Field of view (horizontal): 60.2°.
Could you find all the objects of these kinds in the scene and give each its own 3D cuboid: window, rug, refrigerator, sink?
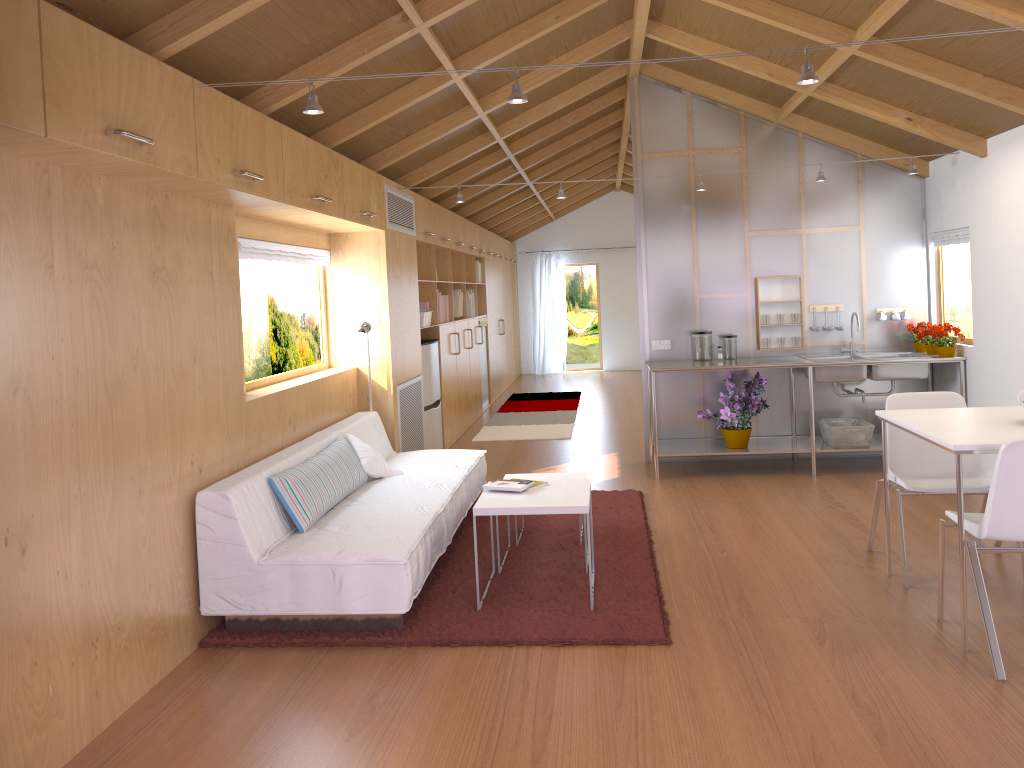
[{"bbox_3d":[-1.338,-0.421,5.178,0.035,0.788,1.503,-2,5,6],"label":"window"},{"bbox_3d":[3.124,-0.681,6.166,0.026,0.793,0.727,-2,3,6],"label":"window"},{"bbox_3d":[-0.221,0.880,4.655,1.884,0.020,2.491,-2,6,6],"label":"rug"},{"bbox_3d":[1.042,-1.108,14.735,0.874,1.782,0.026,-2,1,6],"label":"window"},{"bbox_3d":[-0.733,0.145,7.269,0.261,0.985,0.716,-2,3,6],"label":"refrigerator"},{"bbox_3d":[0.274,0.319,9.979,0.916,0.011,3.738,-2,6,6],"label":"rug"},{"bbox_3d":[2.506,-0.194,6.345,0.810,0.639,0.565,-2,3,6],"label":"sink"}]

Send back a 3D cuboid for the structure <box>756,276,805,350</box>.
[{"bbox_3d":[2.014,-0.533,6.643,0.328,0.544,0.077,-2,1,6],"label":"structure"}]

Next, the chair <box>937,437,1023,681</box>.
[{"bbox_3d":[1.864,0.546,3.140,0.531,0.784,0.549,-2,3,6],"label":"chair"}]

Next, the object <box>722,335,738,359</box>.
[{"bbox_3d":[1.635,-0.276,6.629,0.113,0.176,0.113,-1,3,27],"label":"object"}]

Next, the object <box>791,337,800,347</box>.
[{"bbox_3d":[2.126,-0.313,6.630,0.061,0.077,0.061,-4,3,-20],"label":"object"}]

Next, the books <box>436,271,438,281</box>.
[{"bbox_3d":[-0.759,-1.043,7.754,0.175,0.296,0.280,-2,3,6],"label":"books"}]

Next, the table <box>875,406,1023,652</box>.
[{"bbox_3d":[2.212,0.515,3.496,1.208,0.741,0.903,-2,4,6],"label":"table"}]

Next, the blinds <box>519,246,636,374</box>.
[{"bbox_3d":[1.574,-1.227,14.512,2.846,2.032,0.233,-2,1,5],"label":"blinds"}]

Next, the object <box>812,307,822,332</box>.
[{"bbox_3d":[2.277,-0.480,6.608,0.074,0.182,0.075,-1,2,38],"label":"object"}]

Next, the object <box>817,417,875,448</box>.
[{"bbox_3d":[2.366,0.347,6.278,0.298,0.158,0.416,-2,5,6],"label":"object"}]

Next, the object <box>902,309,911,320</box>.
[{"bbox_3d":[2.928,-0.514,6.561,0.059,0.080,0.062,-2,3,6],"label":"object"}]

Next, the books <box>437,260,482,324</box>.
[{"bbox_3d":[-0.594,-1.005,9.204,0.189,0.656,3.123,-2,6,6],"label":"books"}]

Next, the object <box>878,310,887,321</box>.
[{"bbox_3d":[2.757,-0.508,6.579,0.059,0.080,0.062,-2,3,6],"label":"object"}]

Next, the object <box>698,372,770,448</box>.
[{"bbox_3d":[1.606,0.179,6.308,0.525,0.551,0.352,-3,3,-3],"label":"object"}]

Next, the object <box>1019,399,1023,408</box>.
[{"bbox_3d":[2.107,0.112,3.413,0.256,0.090,0.255,-7,7,-41],"label":"object"}]

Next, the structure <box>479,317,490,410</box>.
[{"bbox_3d":[-0.453,-0.246,10.413,0.315,1.076,0.728,-2,3,6],"label":"structure"}]

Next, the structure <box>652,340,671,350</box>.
[{"bbox_3d":[1.144,-0.299,6.775,0.142,0.071,0.011,-2,1,6],"label":"structure"}]

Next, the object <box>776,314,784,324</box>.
[{"bbox_3d":[2.015,-0.487,6.637,0.061,0.077,0.061,-4,3,-20],"label":"object"}]

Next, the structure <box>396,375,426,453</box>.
[{"bbox_3d":[-0.723,0.331,6.416,0.013,0.719,0.823,-2,4,6],"label":"structure"}]

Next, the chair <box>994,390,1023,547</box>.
[{"bbox_3d":[2.549,0.429,3.981,0.531,0.784,0.549,-2,3,6],"label":"chair"}]

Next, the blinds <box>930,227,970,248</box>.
[{"bbox_3d":[3.067,-1.023,6.162,0.047,0.110,0.728,-2,6,6],"label":"blinds"}]

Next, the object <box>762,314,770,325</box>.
[{"bbox_3d":[1.912,-0.483,6.648,0.061,0.077,0.061,-2,3,18],"label":"object"}]

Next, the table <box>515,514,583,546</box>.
[{"bbox_3d":[0.205,0.676,4.803,0.341,0.308,0.371,-2,4,6],"label":"table"}]

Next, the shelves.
[{"bbox_3d":[2.057,0.224,6.377,2.091,0.751,0.635,-2,3,6],"label":"shelves"}]

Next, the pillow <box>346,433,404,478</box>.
[{"bbox_3d":[-0.772,0.399,4.937,0.268,0.251,0.346,-5,5,-30],"label":"pillow"}]

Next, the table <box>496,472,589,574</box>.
[{"bbox_3d":[0.162,0.681,4.404,0.424,0.382,0.460,-2,4,6],"label":"table"}]

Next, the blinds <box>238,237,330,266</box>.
[{"bbox_3d":[-1.303,-0.762,5.165,0.047,0.110,1.504,-2,6,6],"label":"blinds"}]

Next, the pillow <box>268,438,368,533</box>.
[{"bbox_3d":[-0.914,0.470,4.324,0.171,0.251,1.046,-2,6,6],"label":"pillow"}]

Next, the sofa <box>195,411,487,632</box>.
[{"bbox_3d":[-0.698,0.596,4.587,0.862,0.626,2.365,-2,6,6],"label":"sofa"}]

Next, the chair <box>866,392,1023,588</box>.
[{"bbox_3d":[1.958,0.450,4.043,0.531,0.784,0.549,-2,3,6],"label":"chair"}]

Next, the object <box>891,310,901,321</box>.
[{"bbox_3d":[2.850,-0.510,6.564,0.059,0.081,0.063,-2,3,13],"label":"object"}]

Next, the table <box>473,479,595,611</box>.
[{"bbox_3d":[0.113,0.703,3.945,0.485,0.437,0.527,-2,4,6],"label":"table"}]

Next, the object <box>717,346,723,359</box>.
[{"bbox_3d":[1.540,-0.233,6.543,0.037,0.092,0.037,-2,2,21],"label":"object"}]

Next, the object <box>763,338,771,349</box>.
[{"bbox_3d":[1.920,-0.306,6.652,0.061,0.077,0.061,-2,3,18],"label":"object"}]

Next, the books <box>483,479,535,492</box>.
[{"bbox_3d":[-0.015,0.461,4.036,0.193,0.016,0.153,0,6,25],"label":"books"}]

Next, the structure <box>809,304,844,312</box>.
[{"bbox_3d":[2.363,-0.570,6.637,0.250,0.051,0.016,-2,2,6],"label":"structure"}]

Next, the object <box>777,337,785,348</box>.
[{"bbox_3d":[2.023,-0.310,6.641,0.061,0.077,0.061,-4,3,-20],"label":"object"}]

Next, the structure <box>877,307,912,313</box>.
[{"bbox_3d":[2.847,-0.549,6.574,0.250,0.032,0.041,-2,4,6],"label":"structure"}]

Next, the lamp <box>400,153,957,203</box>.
[{"bbox_3d":[1.102,-1.406,6.123,3.826,0.152,0.073,-2,2,6],"label":"lamp"}]

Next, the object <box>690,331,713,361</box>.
[{"bbox_3d":[1.424,-0.287,6.631,0.172,0.215,0.172,-2,3,20],"label":"object"}]

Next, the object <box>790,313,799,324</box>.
[{"bbox_3d":[2.118,-0.490,6.626,0.061,0.077,0.061,-4,3,-20],"label":"object"}]

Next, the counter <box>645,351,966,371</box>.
[{"bbox_3d":[2.039,-0.168,6.367,2.108,0.021,0.653,-2,6,6],"label":"counter"}]

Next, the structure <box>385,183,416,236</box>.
[{"bbox_3d":[-0.798,-1.240,6.355,0.013,0.300,0.907,-2,5,6],"label":"structure"}]

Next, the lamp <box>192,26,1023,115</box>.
[{"bbox_3d":[0.773,-1.069,2.949,3.826,0.152,0.073,-2,2,6],"label":"lamp"}]

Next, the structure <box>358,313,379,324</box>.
[{"bbox_3d":[-0.958,-0.436,5.894,0.142,0.071,0.011,-2,1,6],"label":"structure"}]

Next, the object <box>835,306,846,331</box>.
[{"bbox_3d":[2.448,-0.486,6.591,0.074,0.182,0.075,-1,2,38],"label":"object"}]

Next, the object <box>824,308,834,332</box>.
[{"bbox_3d":[2.362,-0.483,6.600,0.074,0.182,0.075,-1,2,38],"label":"object"}]

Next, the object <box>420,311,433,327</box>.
[{"bbox_3d":[-0.779,-0.527,7.244,0.203,0.122,0.351,-2,5,6],"label":"object"}]

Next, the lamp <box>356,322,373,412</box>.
[{"bbox_3d":[-0.912,0.191,5.771,0.183,1.194,0.254,-3,2,-18],"label":"lamp"}]

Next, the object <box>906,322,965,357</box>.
[{"bbox_3d":[2.980,-0.321,6.248,0.233,0.234,0.691,-2,5,7],"label":"object"}]

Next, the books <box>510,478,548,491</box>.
[{"bbox_3d":[0.044,0.468,4.100,0.193,0.016,0.153,1,7,35],"label":"books"}]

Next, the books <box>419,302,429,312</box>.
[{"bbox_3d":[-0.771,-0.582,7.366,0.150,0.192,0.089,-2,2,6],"label":"books"}]
